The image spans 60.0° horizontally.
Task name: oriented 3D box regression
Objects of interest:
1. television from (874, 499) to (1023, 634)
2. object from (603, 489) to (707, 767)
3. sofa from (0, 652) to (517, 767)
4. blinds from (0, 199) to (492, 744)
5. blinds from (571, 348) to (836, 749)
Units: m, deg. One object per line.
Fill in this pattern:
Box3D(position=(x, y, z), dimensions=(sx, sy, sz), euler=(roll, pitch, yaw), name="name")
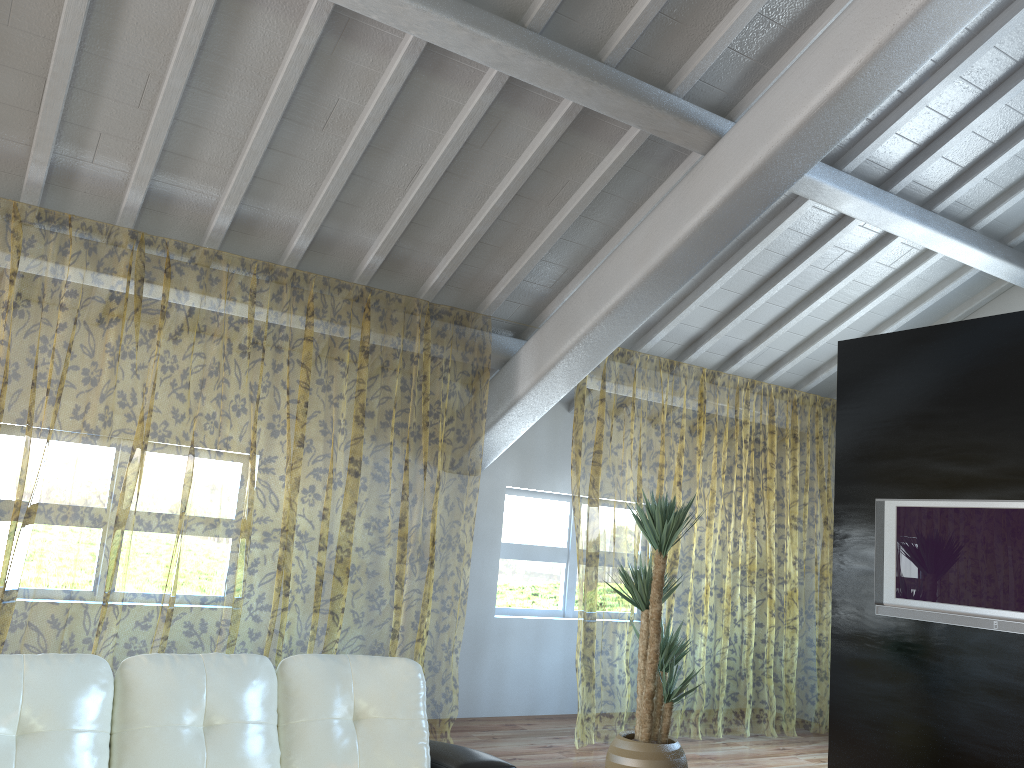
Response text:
Box3D(position=(2.412, 0.901, 4.425), dimensions=(0.044, 0.639, 1.336), euler=(11, -12, -31), name="television")
Box3D(position=(0.739, 1.348, 4.690), dimensions=(0.564, 1.586, 0.588), euler=(5, -10, 2), name="object")
Box3D(position=(-1.222, 1.080, 1.999), dimensions=(1.359, 0.805, 3.047), euler=(-2, -12, 37), name="sofa")
Box3D(position=(-1.684, 0.554, 4.336), dimensions=(3.505, 2.546, 0.306), euler=(11, -12, -31), name="blinds")
Box3D(position=(1.472, 1.179, 6.301), dimensions=(2.780, 2.546, 0.306), euler=(11, -12, -31), name="blinds")
